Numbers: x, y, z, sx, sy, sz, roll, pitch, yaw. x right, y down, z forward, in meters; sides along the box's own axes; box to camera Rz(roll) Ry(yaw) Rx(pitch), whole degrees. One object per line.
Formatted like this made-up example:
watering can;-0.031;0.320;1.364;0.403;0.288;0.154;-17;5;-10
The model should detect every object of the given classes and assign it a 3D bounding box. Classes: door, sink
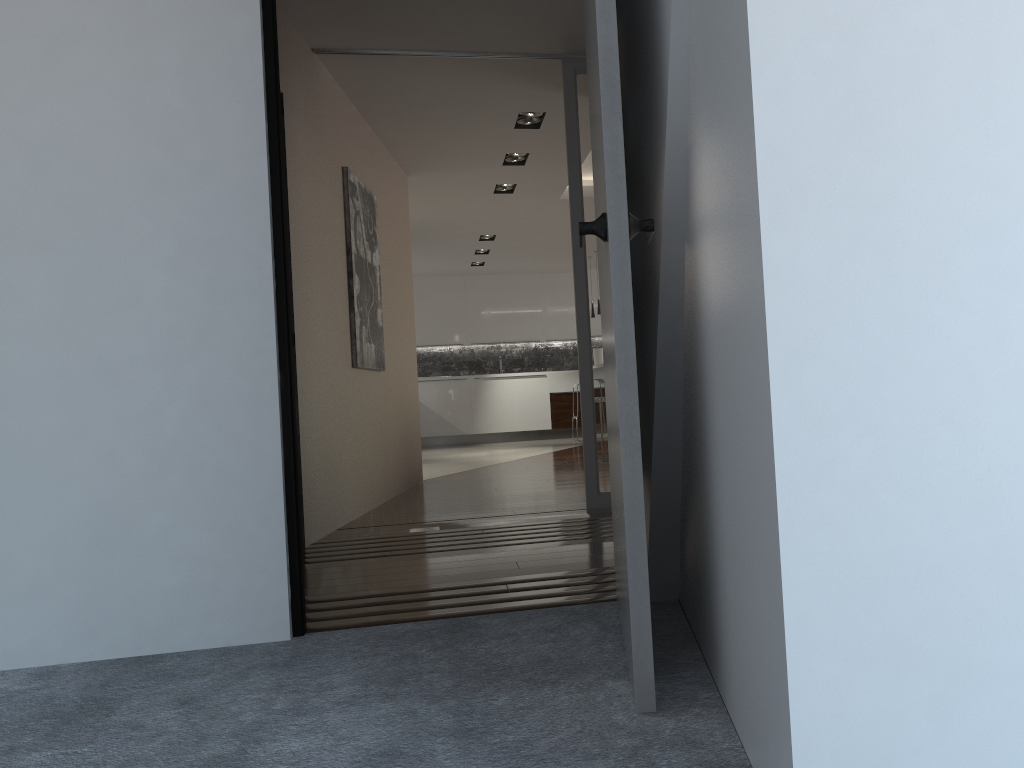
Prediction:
door;-0.123;-0.380;2.142;1.020;2.093;0.960;-3;-1;-9
sink;0.005;-0.172;13.177;1.177;0.520;0.498;-3;-1;-11

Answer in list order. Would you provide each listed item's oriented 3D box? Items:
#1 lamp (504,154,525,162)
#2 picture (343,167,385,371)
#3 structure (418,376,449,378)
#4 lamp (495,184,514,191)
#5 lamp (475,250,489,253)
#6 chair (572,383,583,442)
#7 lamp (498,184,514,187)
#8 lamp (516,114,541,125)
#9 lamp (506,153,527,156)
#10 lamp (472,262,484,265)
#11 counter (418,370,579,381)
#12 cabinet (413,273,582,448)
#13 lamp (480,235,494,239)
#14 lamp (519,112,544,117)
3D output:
lamp;0.018;-1.805;6.991;0.182;0.077;0.172;-3;-1;-14
picture;-0.909;-0.672;5.456;0.029;1.165;0.753;-3;-1;4
structure;-1.209;-0.091;12.927;0.636;0.011;0.556;-3;-1;-9
lamp;-0.075;-1.783;7.942;0.187;0.077;0.167;-2;-1;-44
lamp;-0.389;-1.709;11.208;0.185;0.077;0.169;-3;-1;-26
chair;1.040;0.373;11.915;0.439;0.800;0.412;-3;-1;-9
lamp;-0.057;-1.787;7.766;0.178;0.077;0.175;-3;-1;-3
lamp;0.109;-1.827;6.050;0.182;0.077;0.172;-3;-1;-14
lamp;0.035;-1.809;6.814;0.178;0.077;0.175;-3;-1;-3
lamp;-0.480;-1.688;12.154;0.186;0.077;0.167;-2;-1;-38
counter;-0.279;-0.131;12.131;4.112;0.041;2.639;-3;-1;-10
cabinet;1.233;-0.495;11.573;7.061;2.501;4.359;-3;-1;-10
lamp;-0.296;-1.731;10.260;0.185;0.077;0.169;-3;-1;-26
lamp;0.127;-1.831;5.874;0.178;0.077;0.175;-3;-1;-3
